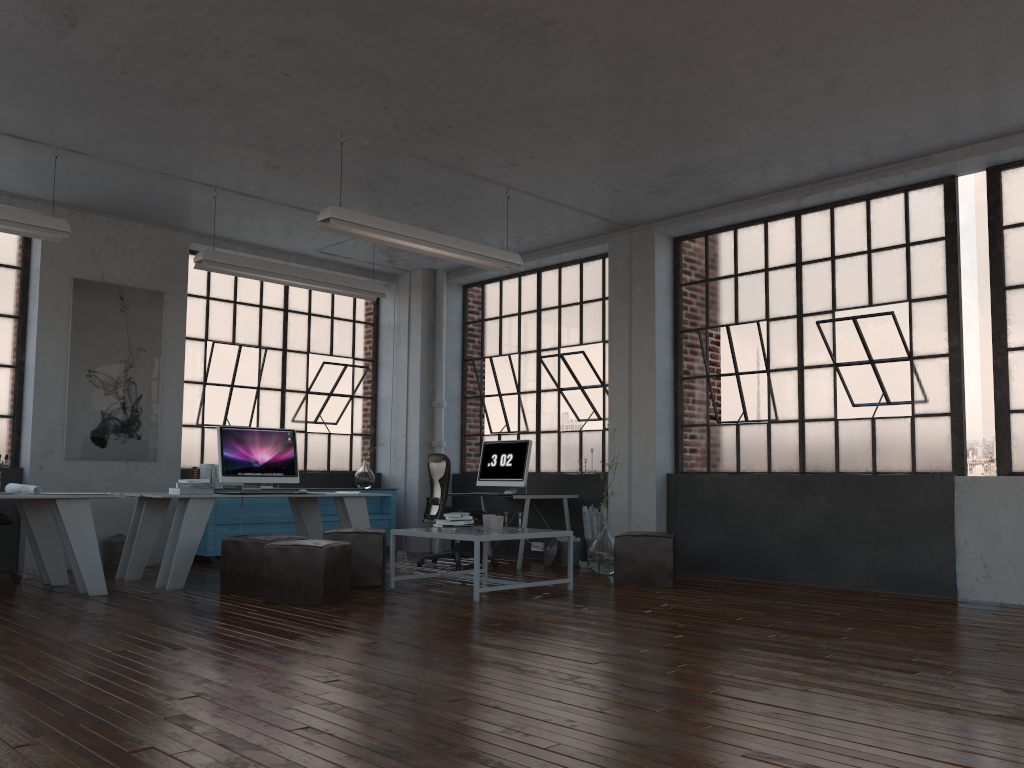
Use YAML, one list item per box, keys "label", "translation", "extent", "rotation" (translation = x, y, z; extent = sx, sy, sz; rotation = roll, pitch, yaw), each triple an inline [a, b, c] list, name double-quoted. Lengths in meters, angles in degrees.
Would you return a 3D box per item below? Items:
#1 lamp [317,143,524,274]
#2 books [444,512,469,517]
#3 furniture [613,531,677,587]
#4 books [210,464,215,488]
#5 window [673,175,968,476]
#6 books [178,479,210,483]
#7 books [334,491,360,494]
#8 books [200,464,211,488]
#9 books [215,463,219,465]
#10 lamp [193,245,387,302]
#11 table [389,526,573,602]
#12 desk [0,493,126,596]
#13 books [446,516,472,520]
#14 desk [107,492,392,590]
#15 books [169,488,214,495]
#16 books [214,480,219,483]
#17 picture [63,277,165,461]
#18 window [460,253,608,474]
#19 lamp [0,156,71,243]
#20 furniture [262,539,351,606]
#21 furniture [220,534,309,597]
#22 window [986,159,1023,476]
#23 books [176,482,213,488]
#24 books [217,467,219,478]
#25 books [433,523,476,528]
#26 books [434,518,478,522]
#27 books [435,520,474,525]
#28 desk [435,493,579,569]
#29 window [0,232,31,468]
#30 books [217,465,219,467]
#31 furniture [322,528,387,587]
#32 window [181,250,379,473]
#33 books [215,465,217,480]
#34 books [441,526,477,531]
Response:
- label: "lamp"
  translation: [-0.627, -1.318, 6.768]
  extent: [1.880, 0.627, 0.202]
  rotation: [6, -8, -44]
- label: "books"
  translation: [-0.422, 0.997, 6.757]
  extent: [0.141, 0.026, 0.202]
  rotation: [-1, -6, 15]
- label: "furniture"
  translation: [1.091, 1.435, 7.238]
  extent: [0.503, 0.459, 0.504]
  rotation: [-1, -6, 12]
- label: "books"
  translation: [-3.024, 0.919, 8.871]
  extent: [0.053, 0.240, 0.173]
  rotation: [5, -7, -44]
- label: "window"
  translation: [2.464, -0.360, 7.577]
  extent: [0.670, 2.385, 2.593]
  rotation: [5, -7, -44]
- label: "books"
  translation: [-2.473, 0.755, 6.892]
  extent: [0.185, 0.030, 0.153]
  rotation: [6, -9, -44]
- label: "books"
  translation: [-1.447, 0.958, 7.801]
  extent: [0.205, 0.019, 0.244]
  rotation: [1, -6, -5]
- label: "books"
  translation: [-3.061, 0.917, 8.849]
  extent: [0.032, 0.238, 0.173]
  rotation: [5, -7, -44]
- label: "books"
  translation: [-2.911, 0.936, 8.990]
  extent: [0.170, 0.284, 0.176]
  rotation: [6, -7, -45]
- label: "lamp"
  translation: [-1.930, -0.993, 7.981]
  extent: [1.880, 0.205, 0.202]
  rotation: [7, -8, -44]
- label: "table"
  translation: [-0.232, 1.333, 6.729]
  extent: [0.993, 0.444, 0.973]
  rotation: [6, -8, -44]
- label: "desk"
  translation: [-3.838, 1.085, 5.910]
  extent: [2.059, 0.696, 1.065]
  rotation: [6, -8, -44]
- label: "books"
  translation: [-0.406, 1.022, 6.770]
  extent: [0.185, 0.026, 0.126]
  rotation: [2, -6, -15]
- label: "desk"
  translation: [-2.191, 1.280, 7.539]
  extent: [2.080, 0.702, 1.076]
  rotation: [6, -8, -44]
- label: "books"
  translation: [-2.491, 0.832, 6.881]
  extent: [0.272, 0.050, 0.200]
  rotation: [7, -9, -44]
- label: "books"
  translation: [-2.784, 0.971, 8.801]
  extent: [0.259, 0.023, 0.212]
  rotation: [7, -9, -44]
- label: "picture"
  translation: [-3.696, -0.113, 8.278]
  extent: [0.854, 1.646, 0.025]
  rotation: [5, -7, -45]
- label: "window"
  translation: [0.296, -0.142, 9.757]
  extent: [0.670, 2.385, 2.593]
  rotation: [5, -7, -44]
- label: "lamp"
  translation: [-3.979, -1.455, 5.972]
  extent: [1.880, 0.627, 0.202]
  rotation: [6, -8, -44]
- label: "furniture"
  translation: [-1.382, 1.275, 6.007]
  extent: [0.471, 0.430, 0.471]
  rotation: [-1, -6, 14]
- label: "furniture"
  translation: [-1.798, 1.316, 6.458]
  extent: [0.480, 0.438, 0.481]
  rotation: [-2, -6, 24]
- label: "window"
  translation: [4.440, -0.557, 5.591]
  extent: [0.670, 2.385, 2.593]
  rotation: [5, -7, -44]
- label: "books"
  translation: [-2.464, 0.785, 6.878]
  extent: [0.257, 0.044, 0.193]
  rotation: [3, -7, -25]
- label: "books"
  translation: [-2.988, 0.950, 8.913]
  extent: [0.046, 0.223, 0.161]
  rotation: [5, -7, -44]
- label: "books"
  translation: [-0.439, 1.080, 6.782]
  extent: [0.274, 0.025, 0.210]
  rotation: [3, -7, -25]
- label: "books"
  translation: [-0.428, 1.039, 6.789]
  extent: [0.275, 0.014, 0.200]
  rotation: [7, -9, -44]
- label: "books"
  translation: [-0.437, 1.057, 6.784]
  extent: [0.200, 0.031, 0.272]
  rotation: [-2, -7, 20]
- label: "desk"
  translation: [-0.093, 1.468, 9.035]
  extent: [0.934, 0.687, 1.228]
  rotation: [6, -8, -44]
- label: "window"
  translation: [-5.318, -0.477, 7.150]
  extent: [2.594, 2.385, 0.670]
  rotation: [6, -7, -45]
- label: "books"
  translation: [-2.958, 0.933, 8.937]
  extent: [0.065, 0.223, 0.161]
  rotation: [5, -7, -44]
- label: "furniture"
  translation: [-1.244, 1.370, 7.008]
  extent: [0.503, 0.459, 0.504]
  rotation: [1, -6, -6]
- label: "window"
  translation: [-2.544, -0.154, 9.891]
  extent: [2.594, 2.385, 0.670]
  rotation: [6, -7, -45]
- label: "books"
  translation: [-3.004, 0.932, 8.893]
  extent: [0.045, 0.239, 0.152]
  rotation: [5, -7, -44]
- label: "books"
  translation: [-0.407, 1.104, 6.794]
  extent: [0.218, 0.028, 0.171]
  rotation: [7, -9, -44]
